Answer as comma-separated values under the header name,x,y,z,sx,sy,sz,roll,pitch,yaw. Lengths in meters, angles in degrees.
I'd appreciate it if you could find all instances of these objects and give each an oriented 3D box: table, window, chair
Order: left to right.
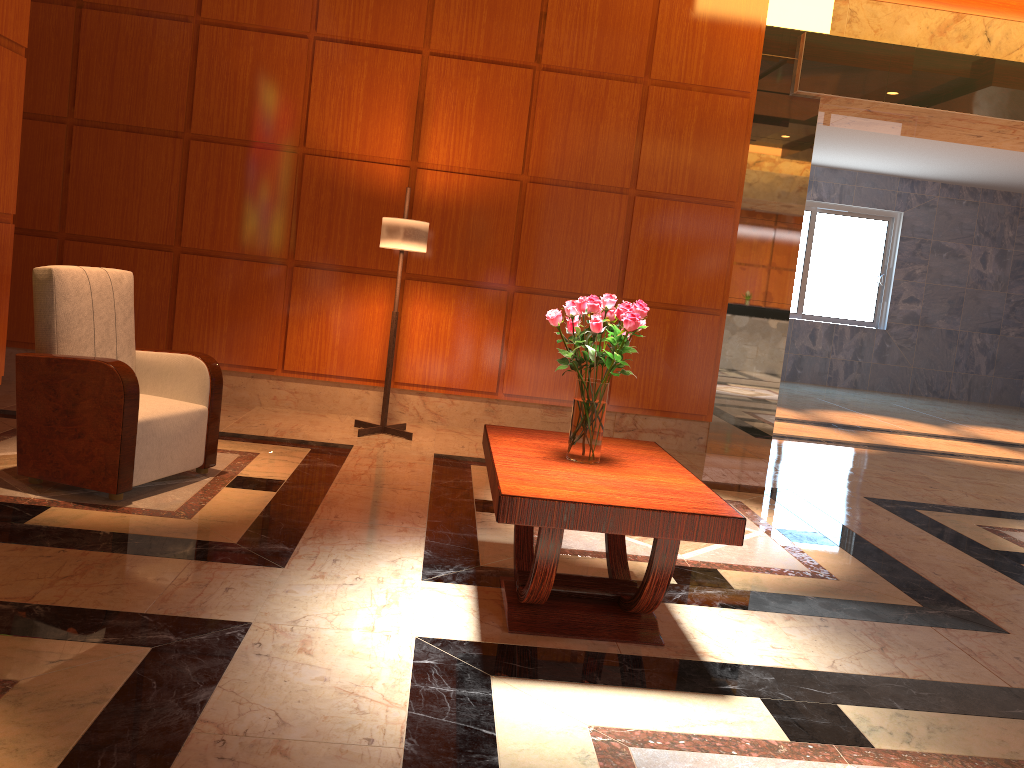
name,x,y,z,sx,sy,sz,roll,pitch,yaw
chair,-1.815,-0.043,4.135,0.629,0.958,0.739,8,6,14
table,0.253,0.541,3.141,0.724,0.532,1.172,6,6,-5
window,4.769,-1.998,14.400,2.882,1.906,0.138,6,5,-5

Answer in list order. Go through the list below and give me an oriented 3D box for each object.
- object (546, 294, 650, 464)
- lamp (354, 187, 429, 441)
name,x,y,z,sx,sy,sz,roll,pitch,yaw
object,0.288,-0.023,3.109,0.327,0.594,0.351,8,5,15
lamp,-0.761,-0.470,5.857,0.359,1.655,0.529,6,5,-14
